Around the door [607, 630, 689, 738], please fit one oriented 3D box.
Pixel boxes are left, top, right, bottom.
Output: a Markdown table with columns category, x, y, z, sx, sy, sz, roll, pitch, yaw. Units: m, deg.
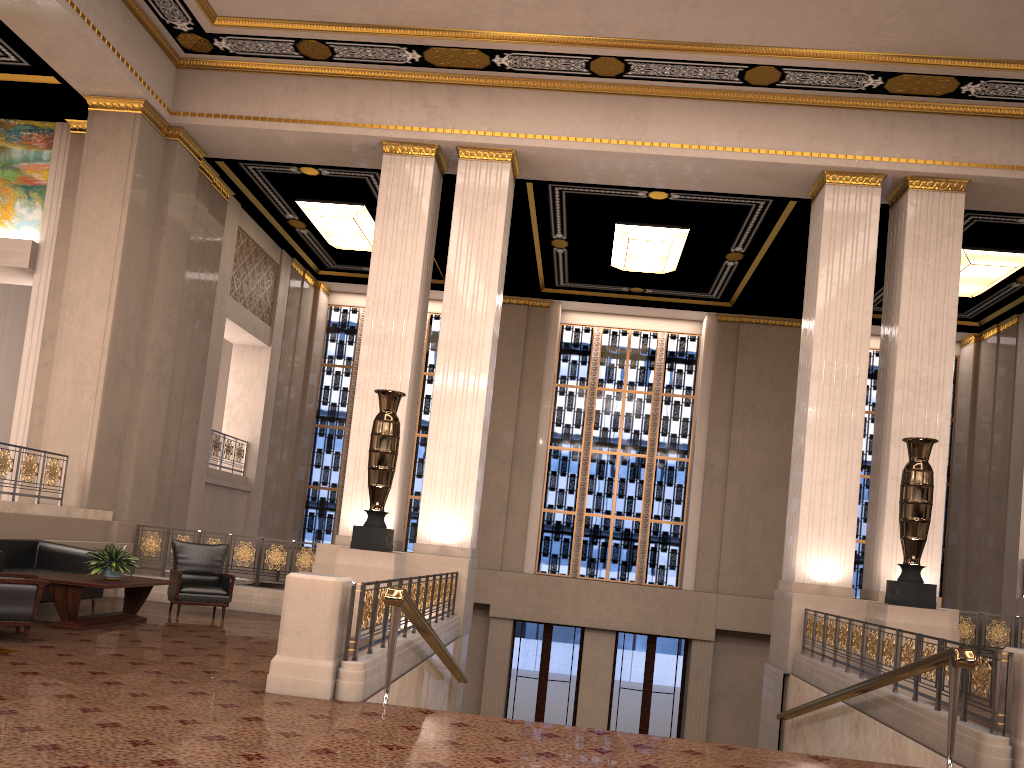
| category | x | y | z | sx | sy | sz | roll | pitch | yaw |
| --- | --- | --- | --- | --- | --- | --- | --- | --- | --- |
| door | 2.688 | 6.338 | 17.647 | 1.490 | 2.700 | 0.156 | 5 | -4 | 5 |

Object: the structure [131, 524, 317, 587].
| category | x | y | z | sx | sy | sz | roll | pitch | yaw |
| --- | --- | --- | --- | --- | --- | --- | --- | --- | --- |
| structure | -3.756 | 2.293 | 11.575 | 2.532 | 0.649 | 0.032 | 5 | -4 | 5 |

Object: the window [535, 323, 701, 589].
| category | x | y | z | sx | sy | sz | roll | pitch | yaw |
| --- | --- | --- | --- | --- | --- | --- | --- | --- | --- |
| window | 2.249 | 1.471 | 18.561 | 2.985 | 5.312 | 0.070 | 5 | -4 | 5 |

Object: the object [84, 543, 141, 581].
| category | x | y | z | sx | sy | sz | roll | pitch | yaw |
| --- | --- | --- | --- | --- | --- | --- | --- | --- | --- |
| object | -3.853 | 1.702 | 8.506 | 0.501 | 0.372 | 0.532 | 0 | -11 | 37 |

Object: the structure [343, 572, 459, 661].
| category | x | y | z | sx | sy | sz | roll | pitch | yaw |
| --- | --- | --- | --- | --- | --- | --- | --- | --- | --- |
| structure | -0.880 | 2.105 | 8.443 | 0.079 | 0.530 | 5.010 | 5 | -11 | 6 |

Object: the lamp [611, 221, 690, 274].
| category | x | y | z | sx | sy | sz | roll | pitch | yaw |
| --- | --- | --- | --- | --- | --- | --- | --- | --- | --- |
| lamp | 2.303 | -2.258 | 15.012 | 1.166 | 0.212 | 2.046 | 5 | -11 | 5 |

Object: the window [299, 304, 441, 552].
| category | x | y | z | sx | sy | sz | roll | pitch | yaw |
| --- | --- | --- | --- | --- | --- | --- | --- | --- | --- |
| window | -2.813 | 1.027 | 18.971 | 2.985 | 5.312 | 0.070 | 5 | -4 | 5 |

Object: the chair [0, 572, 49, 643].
| category | x | y | z | sx | sy | sz | roll | pitch | yaw |
| --- | --- | --- | --- | --- | --- | --- | --- | --- | --- |
| chair | -4.143 | 1.601 | 7.027 | 0.724 | 0.836 | 0.649 | 11 | -8 | -35 |

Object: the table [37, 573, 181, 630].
| category | x | y | z | sx | sy | sz | roll | pitch | yaw |
| --- | --- | --- | --- | --- | --- | --- | --- | --- | --- |
| table | -3.986 | 2.117 | 8.598 | 0.838 | 0.431 | 1.497 | 5 | -10 | 5 |

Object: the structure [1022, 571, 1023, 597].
| category | x | y | z | sx | sy | sz | roll | pitch | yaw |
| --- | --- | --- | --- | --- | --- | --- | --- | --- | --- |
| structure | 8.790 | 3.150 | 14.200 | 0.031 | 0.660 | 2.187 | 6 | -10 | 5 |

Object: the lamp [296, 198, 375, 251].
| category | x | y | z | sx | sy | sz | roll | pitch | yaw |
| --- | --- | --- | --- | --- | --- | --- | --- | --- | --- |
| lamp | -2.915 | -2.715 | 15.435 | 1.166 | 0.212 | 2.046 | 5 | -11 | 5 |

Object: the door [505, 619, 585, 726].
| category | x | y | z | sx | sy | sz | roll | pitch | yaw |
| --- | --- | --- | --- | --- | --- | --- | --- | --- | --- |
| door | 0.616 | 6.156 | 17.815 | 1.490 | 2.700 | 0.156 | 5 | -4 | 5 |

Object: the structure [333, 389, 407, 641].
| category | x | y | z | sx | sy | sz | roll | pitch | yaw |
| --- | --- | --- | --- | --- | --- | --- | --- | --- | --- |
| structure | -1.540 | 1.465 | 10.066 | 0.699 | 2.764 | 0.707 | 6 | -5 | 5 |

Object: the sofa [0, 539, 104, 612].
| category | x | y | z | sx | sy | sz | roll | pitch | yaw |
| --- | --- | --- | --- | --- | --- | --- | --- | --- | --- |
| sofa | -4.883 | 1.906 | 8.685 | 0.874 | 0.699 | 1.951 | 5 | -10 | 5 |

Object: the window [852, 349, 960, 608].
| category | x | y | z | sx | sy | sz | roll | pitch | yaw |
| --- | --- | --- | --- | --- | --- | --- | --- | --- | --- |
| window | 7.487 | 1.931 | 18.136 | 2.985 | 5.312 | 0.070 | 5 | -4 | 5 |

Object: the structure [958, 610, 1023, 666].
| category | x | y | z | sx | sy | sz | roll | pitch | yaw |
| --- | --- | --- | --- | --- | --- | --- | --- | --- | --- |
| structure | 6.605 | 3.202 | 10.736 | 2.532 | 0.649 | 0.032 | 5 | -4 | 5 |

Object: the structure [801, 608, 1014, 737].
| category | x | y | z | sx | sy | sz | roll | pitch | yaw |
| --- | --- | --- | --- | --- | --- | --- | --- | --- | --- |
| structure | 3.320 | 2.473 | 8.102 | 0.079 | 0.530 | 5.009 | 6 | -11 | 5 |

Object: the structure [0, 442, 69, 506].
| category | x | y | z | sx | sy | sz | roll | pitch | yaw |
| --- | --- | --- | --- | --- | --- | --- | --- | --- | --- |
| structure | -5.580 | 0.818 | 8.894 | 0.032 | 0.617 | 3.749 | 6 | -11 | 5 |

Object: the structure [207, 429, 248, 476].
| category | x | y | z | sx | sy | sz | roll | pitch | yaw |
| --- | --- | --- | --- | --- | --- | --- | --- | --- | --- |
| structure | -5.061 | 1.196 | 15.384 | 0.031 | 0.660 | 2.187 | 6 | -10 | 5 |

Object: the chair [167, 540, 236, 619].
| category | x | y | z | sx | sy | sz | roll | pitch | yaw |
| --- | --- | --- | --- | --- | --- | --- | --- | --- | --- |
| chair | -3.625 | 2.269 | 10.267 | 0.653 | 0.836 | 0.720 | 10 | -8 | -30 |

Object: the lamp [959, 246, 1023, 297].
| category | x | y | z | sx | sy | sz | roll | pitch | yaw |
| --- | --- | --- | --- | --- | --- | --- | --- | --- | --- |
| lamp | 7.611 | -1.792 | 14.582 | 1.166 | 0.212 | 2.046 | 5 | -11 | 5 |

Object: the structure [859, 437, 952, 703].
| category | x | y | z | sx | sy | sz | roll | pitch | yaw |
| --- | --- | --- | --- | --- | --- | --- | --- | --- | --- |
| structure | 4.343 | 1.981 | 9.589 | 0.699 | 2.764 | 0.707 | 6 | -5 | 5 |
